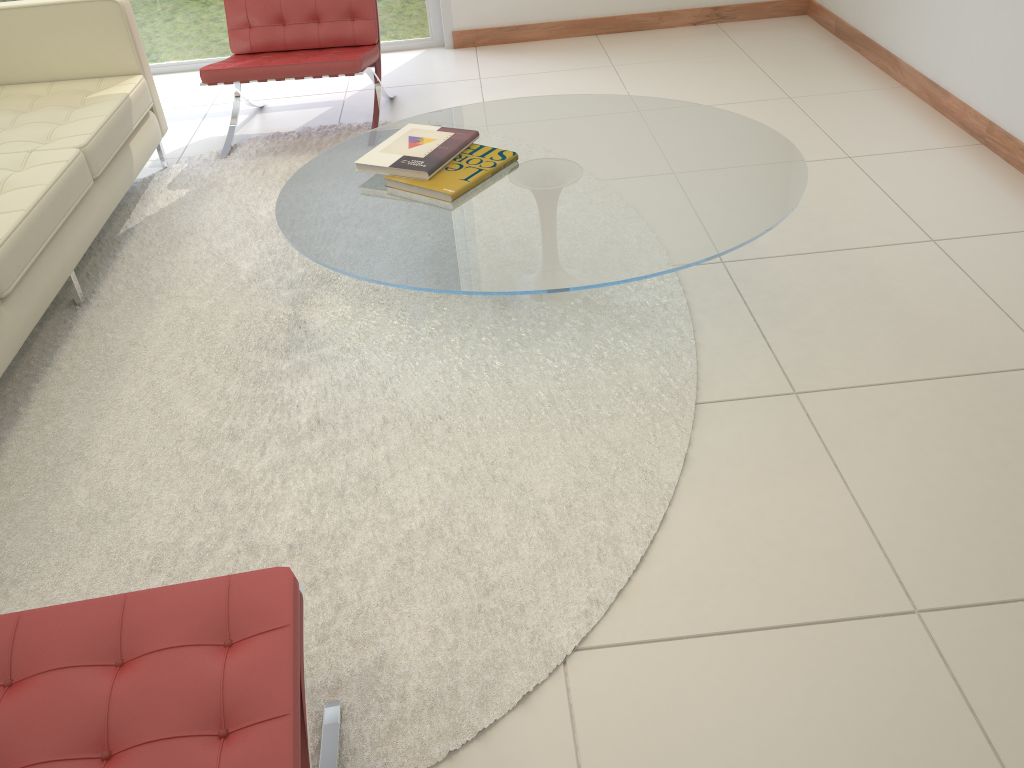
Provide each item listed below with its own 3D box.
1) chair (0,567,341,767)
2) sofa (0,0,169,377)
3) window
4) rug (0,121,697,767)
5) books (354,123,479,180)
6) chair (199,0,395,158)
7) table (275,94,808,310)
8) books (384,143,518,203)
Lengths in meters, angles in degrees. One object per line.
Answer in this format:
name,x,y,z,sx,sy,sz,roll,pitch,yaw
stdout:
chair,-0.635,0.543,1.108,0.700,0.795,0.725,-9,36,-5
sofa,-1.900,-0.527,2.617,1.001,0.898,2.636,-6,36,-1
window,-2.134,-2.863,4.357,3.433,2.641,0.124,-6,35,-1
rug,-0.689,-0.225,2.821,2.442,0.004,3.420,-5,36,0
books,-0.286,-0.715,2.710,0.257,0.026,0.331,12,40,22
chair,-0.976,-1.551,3.992,0.700,0.795,0.726,-3,36,3
table,0.093,-0.461,2.718,1.537,0.393,1.357,-7,36,-2
books,-0.178,-0.641,2.639,0.258,0.026,0.330,20,43,30
